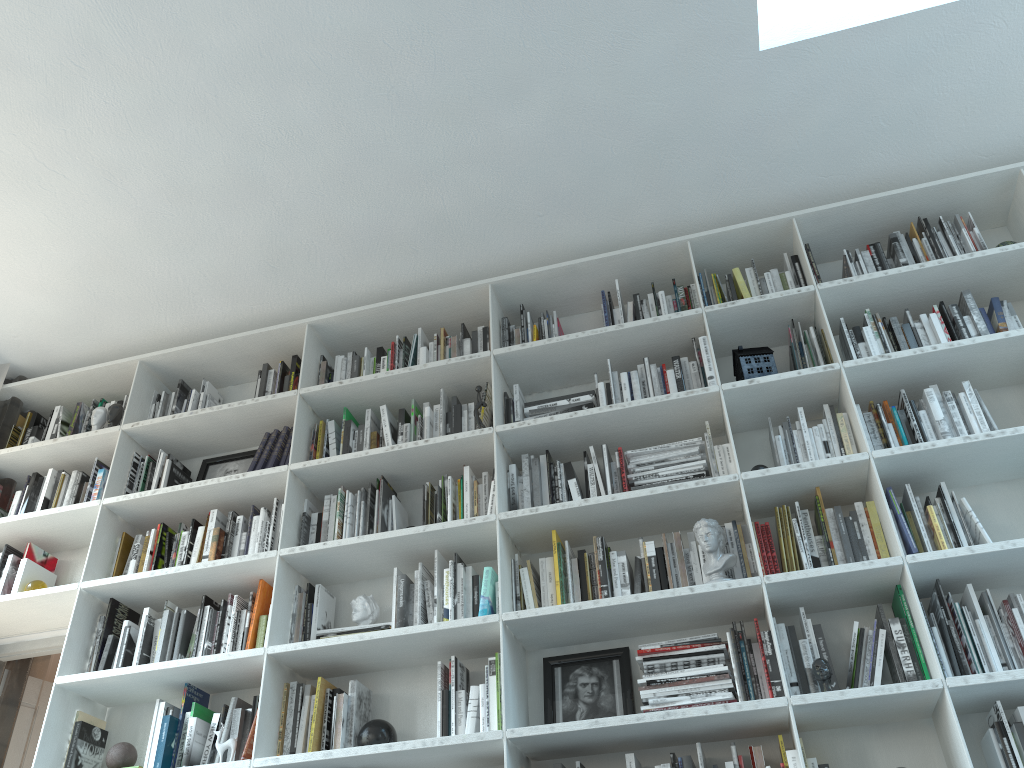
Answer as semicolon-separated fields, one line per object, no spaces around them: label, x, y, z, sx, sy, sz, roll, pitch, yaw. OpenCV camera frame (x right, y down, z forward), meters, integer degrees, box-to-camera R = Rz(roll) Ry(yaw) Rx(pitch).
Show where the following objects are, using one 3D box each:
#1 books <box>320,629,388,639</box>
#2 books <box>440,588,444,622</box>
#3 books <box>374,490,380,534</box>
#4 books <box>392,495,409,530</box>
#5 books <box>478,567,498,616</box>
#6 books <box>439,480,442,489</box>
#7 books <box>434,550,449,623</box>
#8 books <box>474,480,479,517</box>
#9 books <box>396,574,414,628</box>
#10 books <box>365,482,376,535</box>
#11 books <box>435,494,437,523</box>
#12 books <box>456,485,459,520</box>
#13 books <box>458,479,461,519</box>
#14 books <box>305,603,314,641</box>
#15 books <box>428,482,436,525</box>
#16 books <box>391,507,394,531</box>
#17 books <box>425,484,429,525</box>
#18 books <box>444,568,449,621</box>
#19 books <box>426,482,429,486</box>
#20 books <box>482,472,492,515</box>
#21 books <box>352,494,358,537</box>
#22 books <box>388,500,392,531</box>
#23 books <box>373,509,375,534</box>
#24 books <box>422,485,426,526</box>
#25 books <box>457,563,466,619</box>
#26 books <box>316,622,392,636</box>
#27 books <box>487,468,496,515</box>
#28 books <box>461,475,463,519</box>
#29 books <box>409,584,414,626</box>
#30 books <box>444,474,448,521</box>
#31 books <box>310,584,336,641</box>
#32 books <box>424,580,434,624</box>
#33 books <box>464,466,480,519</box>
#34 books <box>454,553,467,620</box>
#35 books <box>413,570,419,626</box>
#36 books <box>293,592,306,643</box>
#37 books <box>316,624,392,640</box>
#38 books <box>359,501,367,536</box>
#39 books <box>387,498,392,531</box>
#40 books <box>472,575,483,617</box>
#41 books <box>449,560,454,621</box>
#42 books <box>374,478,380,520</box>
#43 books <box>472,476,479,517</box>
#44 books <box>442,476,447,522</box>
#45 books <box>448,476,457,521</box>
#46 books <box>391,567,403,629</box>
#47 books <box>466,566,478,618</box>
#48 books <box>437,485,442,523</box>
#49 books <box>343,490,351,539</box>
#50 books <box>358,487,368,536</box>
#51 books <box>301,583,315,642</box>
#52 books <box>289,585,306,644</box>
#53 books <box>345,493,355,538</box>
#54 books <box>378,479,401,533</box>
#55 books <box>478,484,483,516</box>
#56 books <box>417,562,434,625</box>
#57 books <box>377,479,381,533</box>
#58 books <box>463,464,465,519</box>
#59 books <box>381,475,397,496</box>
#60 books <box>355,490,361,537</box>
books;-0.544;0.935;3.207;0.254;0.012;0.162;-9;-37;9
books;-0.224;0.847;3.175;0.025;0.188;0.141;-11;-37;11
books;-0.501;0.563;3.450;0.010;0.260;0.159;-11;-37;11
books;-0.428;0.564;3.432;0.031;0.231;0.148;-11;-37;11
books;-0.072;0.788;3.137;0.060;0.226;0.180;-11;-37;11
books;-0.253;0.520;3.415;0.009;0.265;0.150;-11;-37;11
books;-0.248;0.785;3.208;0.010;0.327;0.174;-11;-37;11
books;-0.114;0.505;3.370;0.011;0.228;0.166;-11;-37;11
books;-0.370;0.837;3.200;0.030;0.245;0.175;-11;-37;11
books;-0.528;0.552;3.459;0.011;0.290;0.177;-11;-37;11
books;-0.263;0.544;3.391;0.011;0.199;0.163;-11;-37;11
books;-0.187;0.522;3.395;0.011;0.234;0.131;-11;-37;11
books;-0.178;0.505;3.388;0.017;0.251;0.140;-11;-37;11
books;-0.725;0.934;3.279;0.034;0.208;0.137;-11;-37;11
books;-0.287;0.520;3.387;0.005;0.235;0.179;-11;-37;11
books;-0.441;0.580;3.434;0.004;0.208;0.132;-11;-37;11
books;-0.302;0.527;3.399;0.005;0.239;0.174;-11;-37;11
books;-0.205;0.808;3.172;0.028;0.245;0.171;-11;-37;11
books;-0.308;0.531;3.433;0.012;0.274;0.130;-11;-37;11
books;-0.078;0.481;3.363;0.022;0.255;0.156;-11;-37;11
books;-0.585;0.583;3.472;0.010;0.260;0.170;-11;-37;11
books;-0.448;0.580;3.440;0.012;0.216;0.152;-11;-37;11
books;-0.509;0.594;3.455;0.012;0.216;0.134;-11;-37;11
books;-0.318;0.537;3.422;0.005;0.252;0.161;-11;-37;11
books;-0.158;0.793;3.166;0.023;0.258;0.171;-11;-37;11
books;-0.546;0.914;3.219;0.285;0.012;0.160;-9;-37;8
books;-0.042;0.469;3.332;0.064;0.235;0.210;-11;-37;11
books;-0.164;0.499;3.380;0.006;0.251;0.181;-11;-37;11
books;-0.336;0.856;3.212;0.024;0.225;0.138;-11;-37;11
books;-0.222;0.506;3.415;0.033;0.286;0.156;-11;-37;11
books;-0.701;0.899;3.289;0.021;0.276;0.137;-11;-37;11
books;-0.271;0.838;3.190;0.048;0.223;0.150;-11;-37;11
books;-0.144;0.482;3.383;0.022;0.283;0.191;-11;-37;11
books;-0.176;0.779;3.180;0.011;0.299;0.179;-11;-37;11
books;-0.319;0.827;3.207;0.022;0.265;0.152;-11;-37;11
books;-0.766;0.919;3.295;0.024;0.256;0.134;-11;-37;11
books;-0.544;0.926;3.216;0.285;0.012;0.160;-12;-37;13
books;-0.549;0.587;3.435;0.011;0.208;0.182;-11;-37;11
books;-0.457;0.578;3.452;0.009;0.235;0.135;-11;-37;11
books;-0.107;0.812;3.162;0.026;0.218;0.150;-11;-37;11
books;-0.189;0.791;3.166;0.012;0.264;0.194;-11;-37;11
books;-0.507;0.544;3.474;0.004;0.319;0.154;-11;-37;11
books;-0.126;0.494;3.378;0.010;0.256;0.140;-11;-37;11
books;-0.243;0.508;3.407;0.005;0.273;0.158;-11;-37;11
books;-0.208;0.500;3.371;0.013;0.242;0.190;-11;-37;11
books;-0.400;0.830;3.222;0.012;0.283;0.160;-11;-37;11
books;-0.131;0.802;3.177;0.022;0.254;0.153;-11;-37;11
books;-0.253;0.521;3.373;0.006;0.215;0.182;-11;-37;11
books;-0.613;0.572;3.457;0.009;0.261;0.190;-11;-37;11
books;-0.559;0.564;3.463;0.011;0.277;0.170;-11;-37;11
books;-0.746;0.909;3.317;0.011;0.296;0.136;-11;-37;11
books;-0.782;0.914;3.311;0.012;0.283;0.160;-11;-37;11
books;-0.602;0.576;3.453;0.012;0.250;0.185;-11;-37;11
books;-0.476;0.540;3.442;0.011;0.285;0.190;-11;-37;11
books;-0.097;0.507;3.363;0.024;0.215;0.142;-11;-37;11
books;-0.306;0.809;3.200;0.012;0.284;0.168;-11;-37;11
books;-0.492;0.547;3.475;0.005;0.314;0.158;-11;-37;11
books;-0.159;0.478;3.395;0.006;0.302;0.166;-11;-37;11
books;-0.488;0.538;3.476;0.005;0.329;0.162;-11;-37;11
books;-0.570;0.570;3.455;0.009;0.259;0.181;-11;-37;11
